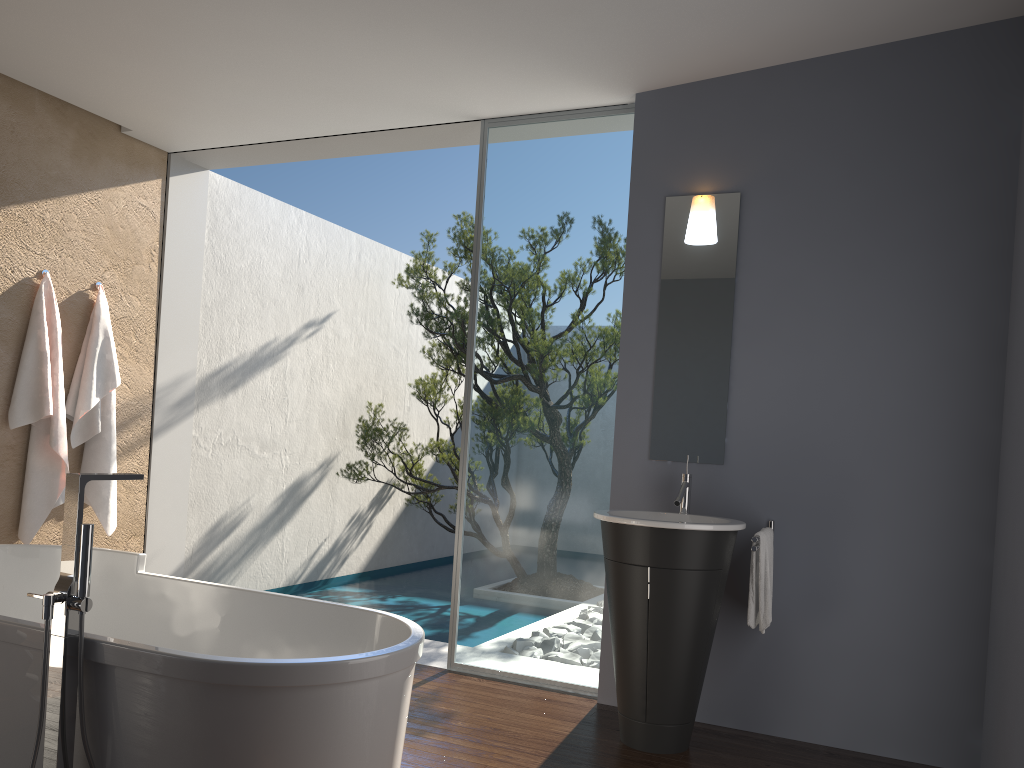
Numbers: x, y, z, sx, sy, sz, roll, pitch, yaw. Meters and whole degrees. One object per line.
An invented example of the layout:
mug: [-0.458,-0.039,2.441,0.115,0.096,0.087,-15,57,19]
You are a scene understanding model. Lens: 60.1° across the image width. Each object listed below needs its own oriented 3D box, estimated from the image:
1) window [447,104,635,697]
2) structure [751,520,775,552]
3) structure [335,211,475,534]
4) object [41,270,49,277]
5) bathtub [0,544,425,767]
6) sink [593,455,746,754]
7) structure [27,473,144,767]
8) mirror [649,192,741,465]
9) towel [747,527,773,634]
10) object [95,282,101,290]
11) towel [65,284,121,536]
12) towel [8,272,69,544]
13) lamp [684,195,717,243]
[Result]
window: [0.599,0.089,4.434,1.882,3.001,0.021,3,0,24]
structure: [1.083,0.673,3.811,0.025,0.144,0.482,4,-3,25]
structure: [0.045,0.303,7.764,2.583,3.467,2.526,3,-1,18]
object: [-2.629,-0.621,4.991,0.019,0.046,0.047,3,-2,25]
bathtub: [-1.277,1.009,2.969,2.096,0.711,0.916,2,-3,24]
sink: [0.654,0.926,3.813,0.646,1.249,0.647,4,-1,6]
structure: [-1.197,0.793,2.469,0.283,1.086,0.224,4,0,-33]
mirror: [0.865,-0.262,4.191,0.354,1.269,0.012,4,0,24]
towel: [1.093,0.846,3.816,0.095,0.440,0.362,4,-1,25]
object: [-2.480,-0.589,5.318,0.019,0.046,0.047,3,-2,25]
towel: [-2.460,0.154,5.283,0.173,1.508,0.418,4,0,28]
towel: [-2.612,0.137,4.971,0.181,1.541,0.402,4,0,31]
lamp: [0.888,-0.778,4.156,0.157,0.214,0.058,3,0,24]
